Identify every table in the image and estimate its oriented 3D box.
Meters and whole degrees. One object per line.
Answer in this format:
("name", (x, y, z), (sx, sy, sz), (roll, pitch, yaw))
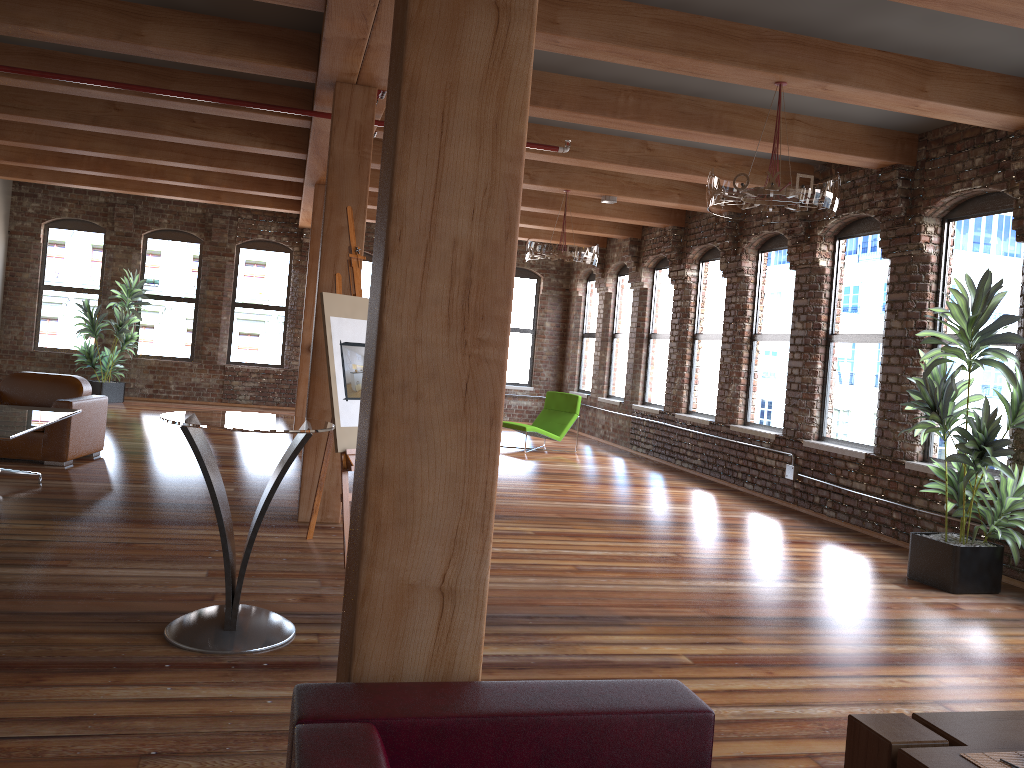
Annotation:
("table", (1.695, 1.113, 1.795), (1.748, 0.550, 0.901), (4, 1, -14))
("table", (-3.646, 0.501, 5.979), (0.938, 0.560, 1.873), (4, 2, -15))
("table", (-1.170, 0.616, 3.815), (0.722, 0.925, 0.721), (5, 0, 10))

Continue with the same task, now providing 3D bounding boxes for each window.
("window", (1.710, -0.797, 13.912), (0.231, 2.216, 0.969), (5, 0, -15))
("window", (3.164, -0.465, 8.228), (0.232, 2.216, 0.969), (5, 0, -15))
("window", (2.075, -0.714, 12.490), (0.233, 2.216, 0.969), (5, 0, -15))
("window", (-7.147, -1.588, 14.390), (0.967, 2.170, 0.086), (5, -1, -14))
("window", (-5.706, -1.480, 14.760), (0.967, 2.170, 0.086), (5, -1, -14))
("window", (-4.274, -1.340, 15.059), (0.967, 2.228, 0.221), (5, -1, -14))
("window", (1.340, -0.882, 15.359), (0.232, 2.216, 0.969), (5, 0, -15))
("window", (2.803, -0.548, 9.651), (0.236, 2.216, 0.969), (5, 0, -15))
("window", (-2.859, -1.234, 15.423), (0.967, 2.228, 0.221), (5, -1, -14))
("window", (3.530, -0.381, 6.807), (0.235, 2.216, 0.969), (5, 0, -15))
("window", (-0.004, -1.024, 16.157), (0.967, 2.219, 0.219), (5, -1, -14))
("window", (2.436, -0.631, 11.071), (0.230, 2.216, 0.969), (5, 0, -15))

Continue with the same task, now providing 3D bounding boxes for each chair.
("chair", (0.076, 0.966, 1.399), (0.865, 0.593, 1.072), (5, 2, -14))
("chair", (0.342, 0.498, 12.056), (0.954, 0.796, 0.682), (4, 1, -39))
("chair", (-4.330, 0.284, 7.936), (1.063, 0.735, 0.831), (5, 1, -4))

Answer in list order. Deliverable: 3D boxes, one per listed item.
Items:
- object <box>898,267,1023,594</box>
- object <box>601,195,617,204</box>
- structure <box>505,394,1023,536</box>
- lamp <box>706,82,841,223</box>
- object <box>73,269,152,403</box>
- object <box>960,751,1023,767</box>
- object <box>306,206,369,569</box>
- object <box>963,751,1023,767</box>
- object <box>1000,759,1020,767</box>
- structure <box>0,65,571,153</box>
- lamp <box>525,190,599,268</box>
("object", (3.072, 0.301, 5.946), (0.966, 2.104, 1.080), (5, 0, -1))
("object", (1.088, -2.071, 9.926), (0.145, 0.072, 0.147), (4, 2, -14))
("structure", (2.505, 0.727, 9.793), (1.631, 0.313, 13.730), (4, 2, -21))
("lamp", (1.652, -1.482, 5.548), (0.811, 0.815, 0.808), (5, 1, 28))
("object", (-6.289, -0.782, 13.802), (1.078, 2.104, 0.968), (5, 0, -36))
("object", (1.158, 0.795, 1.659), (0.352, 0.001, 0.470), (4, 2, -14))
("object", (-0.923, -0.042, 5.493), (0.686, 2.141, 0.700), (5, 0, 36))
("object", (1.157, 0.795, 1.658), (0.331, 0.003, 0.471), (4, 2, -14))
("object", (1.063, 0.780, 1.703), (0.007, 0.008, 0.271), (5, 2, -25))
("structure", (-2.791, -2.247, 6.637), (6.801, 0.112, 0.051), (4, 0, -14))
("lamp", (0.574, -1.728, 9.760), (0.810, 0.815, 0.808), (5, 1, 22))
